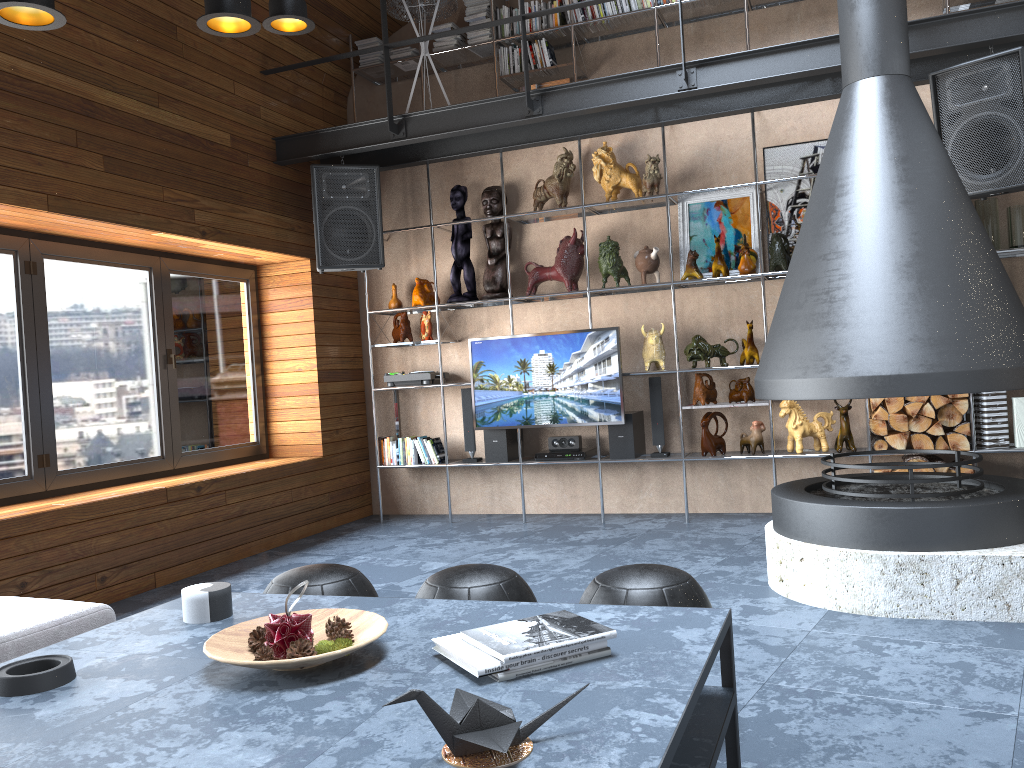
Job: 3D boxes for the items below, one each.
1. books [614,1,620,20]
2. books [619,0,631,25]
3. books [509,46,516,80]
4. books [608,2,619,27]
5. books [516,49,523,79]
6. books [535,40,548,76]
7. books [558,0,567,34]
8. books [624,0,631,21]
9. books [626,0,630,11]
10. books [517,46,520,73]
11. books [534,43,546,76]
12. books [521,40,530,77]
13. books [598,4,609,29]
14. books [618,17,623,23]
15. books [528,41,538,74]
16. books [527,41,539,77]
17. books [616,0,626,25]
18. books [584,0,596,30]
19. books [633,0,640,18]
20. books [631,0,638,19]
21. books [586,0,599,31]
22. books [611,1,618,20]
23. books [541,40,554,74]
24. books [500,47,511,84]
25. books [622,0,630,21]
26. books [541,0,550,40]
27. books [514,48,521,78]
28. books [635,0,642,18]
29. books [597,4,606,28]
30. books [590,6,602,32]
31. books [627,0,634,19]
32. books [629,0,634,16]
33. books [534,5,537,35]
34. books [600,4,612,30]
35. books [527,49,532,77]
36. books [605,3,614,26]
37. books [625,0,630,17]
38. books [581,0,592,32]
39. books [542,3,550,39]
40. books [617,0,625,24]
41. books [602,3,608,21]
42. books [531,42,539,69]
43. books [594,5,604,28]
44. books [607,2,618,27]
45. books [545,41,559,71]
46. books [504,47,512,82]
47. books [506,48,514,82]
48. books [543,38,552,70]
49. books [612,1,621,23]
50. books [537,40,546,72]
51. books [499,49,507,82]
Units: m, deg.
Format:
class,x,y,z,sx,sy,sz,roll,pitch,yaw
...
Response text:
class,x,y,z,sx,sy,sz,roll,pitch,yaw
books,0.711,-2.516,5.935,0.044,0.171,0.119,-3,0,21
books,0.745,-2.543,5.943,0.055,0.222,0.161,-3,1,21
books,0.017,-2.244,6.215,0.019,0.206,0.125,-3,0,21
books,0.675,-2.537,5.977,0.047,0.218,0.171,-3,1,20
books,0.053,-2.231,6.186,0.009,0.177,0.112,-3,0,21
books,0.210,-2.258,6.142,0.051,0.218,0.133,-3,0,20
books,0.348,-2.517,6.061,0.014,0.215,0.137,-3,0,21
books,0.764,-2.522,5.909,0.039,0.176,0.112,-3,0,21
books,0.779,-2.522,5.901,0.039,0.176,0.112,-3,0,21
books,0.062,-2.243,6.186,0.008,0.198,0.111,-3,0,21
books,0.200,-2.247,6.149,0.047,0.197,0.126,-3,0,21
books,0.099,-2.261,6.172,0.017,0.230,0.122,-3,0,21
books,0.617,-2.527,6.027,0.049,0.205,0.149,-3,0,20
books,0.710,-2.517,5.934,0.042,0.166,0.115,-3,0,21
books,0.168,-2.258,6.168,0.055,0.215,0.155,-3,1,21
books,0.147,-2.260,6.167,0.054,0.220,0.118,-3,0,21
books,0.720,-2.544,5.966,0.046,0.217,0.177,-3,1,21
books,0.536,-2.522,6.051,0.049,0.205,0.149,-3,0,20
books,0.820,-2.535,5.885,0.043,0.197,0.111,-3,0,21
books,0.806,-2.550,5.897,0.057,0.230,0.122,-3,0,21
books,0.539,-2.536,6.032,0.053,0.233,0.148,-3,0,21
books,0.684,-2.528,5.942,0.046,0.200,0.127,-3,0,21
books,0.250,-2.257,6.128,0.051,0.205,0.131,-3,0,21
books,-0.043,-2.247,6.255,0.010,0.219,0.164,-3,1,21
books,0.756,-2.524,5.918,0.044,0.182,0.117,-3,0,21
books,0.233,-2.518,6.142,0.010,0.231,0.129,-3,0,21
books,0.045,-2.234,6.195,0.012,0.183,0.117,-3,0,21
books,0.831,-2.526,5.884,0.039,0.176,0.112,-3,0,21
books,0.607,-2.514,6.025,0.042,0.180,0.131,-3,0,20
books,0.567,-2.521,6.039,0.057,0.201,0.139,-3,0,20
books,0.788,-2.522,5.895,0.041,0.174,0.111,-3,0,21
books,0.800,-2.524,5.900,0.039,0.176,0.112,-3,0,21
books,0.190,-2.502,6.165,0.014,0.206,0.148,-3,0,20
books,0.628,-2.541,6.032,0.053,0.233,0.148,-3,0,21
books,0.120,-2.235,6.161,0.009,0.177,0.112,-3,0,21
books,0.650,-2.526,5.967,0.046,0.200,0.127,-3,0,21
books,0.771,-2.533,5.911,0.043,0.197,0.111,-3,0,21
books,0.517,-2.536,6.059,0.062,0.236,0.143,-3,0,20
books,0.238,-2.505,6.123,0.010,0.208,0.130,-3,0,21
books,0.726,-2.534,5.939,0.055,0.206,0.125,-3,0,21
books,0.640,-2.516,6.010,0.042,0.180,0.131,-3,1,20
books,0.183,-2.252,6.154,0.054,0.203,0.123,-3,0,21
books,0.585,-2.539,6.015,0.053,0.233,0.148,-3,0,21
books,0.665,-2.536,5.980,0.048,0.217,0.164,-3,1,20
books,0.277,-2.252,6.115,0.049,0.191,0.138,-3,1,21
books,-0.025,-2.238,6.218,0.011,0.201,0.127,-3,0,21
books,-0.012,-2.239,6.221,0.011,0.201,0.127,-3,0,21
books,0.262,-2.263,6.122,0.049,0.216,0.137,-3,0,21
books,0.697,-2.529,5.945,0.046,0.200,0.127,-3,0,21
books,0.227,-2.259,6.149,0.049,0.216,0.137,-3,0,21
books,-0.059,-2.236,6.243,0.011,0.201,0.127,-3,0,21
